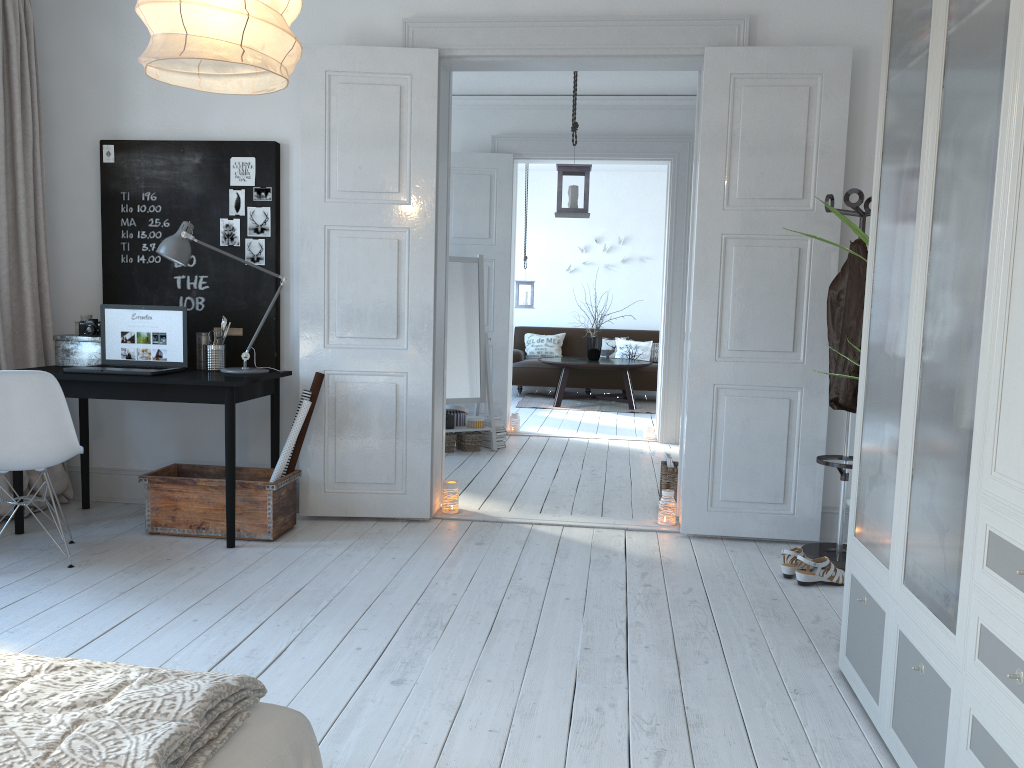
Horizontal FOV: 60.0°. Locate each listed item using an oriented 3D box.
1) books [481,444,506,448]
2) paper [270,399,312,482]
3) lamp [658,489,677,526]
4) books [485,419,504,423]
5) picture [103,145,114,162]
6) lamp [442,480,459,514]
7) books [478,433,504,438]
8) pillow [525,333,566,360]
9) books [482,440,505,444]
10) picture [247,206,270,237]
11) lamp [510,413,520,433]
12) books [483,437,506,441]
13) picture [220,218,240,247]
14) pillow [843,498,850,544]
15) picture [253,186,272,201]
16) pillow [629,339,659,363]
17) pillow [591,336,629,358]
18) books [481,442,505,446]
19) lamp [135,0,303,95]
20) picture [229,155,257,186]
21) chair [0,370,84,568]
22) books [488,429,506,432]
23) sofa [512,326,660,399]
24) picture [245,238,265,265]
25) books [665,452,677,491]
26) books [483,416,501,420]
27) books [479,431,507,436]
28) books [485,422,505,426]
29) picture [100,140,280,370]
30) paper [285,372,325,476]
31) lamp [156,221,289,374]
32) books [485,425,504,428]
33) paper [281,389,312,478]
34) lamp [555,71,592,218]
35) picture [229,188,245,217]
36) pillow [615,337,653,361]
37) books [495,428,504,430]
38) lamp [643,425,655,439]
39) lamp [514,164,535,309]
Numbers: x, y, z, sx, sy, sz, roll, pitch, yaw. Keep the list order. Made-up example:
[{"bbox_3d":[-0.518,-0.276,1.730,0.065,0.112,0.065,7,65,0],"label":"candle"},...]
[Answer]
[{"bbox_3d":[-0.155,0.484,6.989,0.178,0.016,0.128,7,7,45],"label":"books"},{"bbox_3d":[-1.106,0.386,4.252,0.283,0.628,0.041,0,6,-15],"label":"paper"},{"bbox_3d":[0.807,0.643,4.609,0.093,0.180,0.092,1,6,-10],"label":"lamp"},{"bbox_3d":[-0.153,0.283,6.960,0.132,0.017,0.186,0,6,-20],"label":"books"},{"bbox_3d":[-2.082,-1.188,4.574,0.061,0.088,0.004,2,6,4],"label":"picture"},{"bbox_3d":[-0.328,0.603,4.732,0.089,0.167,0.089,2,6,-1],"label":"lamp"},{"bbox_3d":[-0.165,0.402,6.980,0.166,0.022,0.128,6,7,41],"label":"books"},{"bbox_3d":[0.404,-0.463,11.091,0.519,0.368,0.238,2,6,6],"label":"pillow"},{"bbox_3d":[-0.159,0.451,6.982,0.128,0.016,0.180,-3,7,-38],"label":"books"},{"bbox_3d":[-1.288,-0.829,4.513,0.121,0.153,0.002,2,6,7],"label":"picture"},{"bbox_3d":[0.026,0.338,7.721,0.089,0.166,0.089,2,6,6],"label":"lamp"},{"bbox_3d":[-0.158,0.423,6.977,0.186,0.017,0.132,7,7,44],"label":"books"},{"bbox_3d":[-1.443,-0.775,4.538,0.107,0.151,0.001,2,6,7],"label":"picture"},{"bbox_3d":[1.760,0.648,4.198,0.317,0.315,0.272,2,6,8],"label":"pillow"},{"bbox_3d":[-1.266,-0.966,4.497,0.095,0.072,0.001,2,6,7],"label":"picture"},{"bbox_3d":[1.693,-0.397,10.937,0.542,0.288,0.182,2,6,8],"label":"pillow"},{"bbox_3d":[1.200,-0.416,10.958,0.473,0.348,0.158,2,6,5],"label":"pillow"},{"bbox_3d":[-0.159,0.467,6.986,0.128,0.016,0.176,-3,7,-42],"label":"books"},{"bbox_3d":[-0.602,-1.259,1.825,0.338,1.233,0.340,6,8,38],"label":"lamp"},{"bbox_3d":[-1.364,-1.083,4.496,0.147,0.154,0.004,2,6,7],"label":"picture"},{"bbox_3d":[-2.036,0.331,3.684,0.474,0.826,0.553,-2,7,-28],"label":"chair"},{"bbox_3d":[-0.152,0.359,6.975,0.128,0.016,0.178,-3,7,-40],"label":"books"},{"bbox_3d":[1.048,-0.261,10.924,2.165,0.826,0.967,2,6,7],"label":"sofa"},{"bbox_3d":[-1.314,-0.678,4.533,0.103,0.136,0.001,2,6,7],"label":"picture"},{"bbox_3d":[0.954,0.549,4.950,0.201,0.300,0.179,2,6,7],"label":"books"},{"bbox_3d":[-0.160,0.266,6.972,0.111,0.014,0.156,0,5,-14],"label":"books"},{"bbox_3d":[-0.153,0.380,6.969,0.193,0.022,0.128,6,7,39],"label":"books"},{"bbox_3d":[-0.148,0.305,6.958,0.128,0.026,0.199,0,6,-22],"label":"books"},{"bbox_3d":[-1.673,-0.662,4.610,0.953,1.174,0.063,2,6,7],"label":"picture"},{"bbox_3d":[-1.063,0.316,4.370,0.297,0.748,0.048,-3,8,-38],"label":"paper"},{"bbox_3d":[-1.390,-0.413,4.295,0.616,0.717,0.229,-1,7,-22],"label":"lamp"},{"bbox_3d":[-0.156,0.325,6.968,0.128,0.016,0.180,-1,6,-22],"label":"books"},{"bbox_3d":[-1.099,0.363,4.309,0.266,0.670,0.043,-3,8,-38],"label":"paper"},{"bbox_3d":[0.420,-1.976,5.712,0.228,1.765,0.228,2,6,4],"label":"lamp"},{"bbox_3d":[-1.401,-0.925,4.518,0.083,0.146,0.002,2,6,7],"label":"picture"},{"bbox_3d":[1.481,-0.407,10.848,0.471,0.309,0.188,2,6,7],"label":"pillow"},{"bbox_3d":[-0.156,0.342,6.972,0.128,0.016,0.176,-1,6,-27],"label":"books"},{"bbox_3d":[1.171,0.413,7.578,0.093,0.110,0.093,4,6,24],"label":"lamp"},{"bbox_3d":[0.167,-1.745,10.107,0.228,1.765,0.228,2,6,4],"label":"lamp"}]
